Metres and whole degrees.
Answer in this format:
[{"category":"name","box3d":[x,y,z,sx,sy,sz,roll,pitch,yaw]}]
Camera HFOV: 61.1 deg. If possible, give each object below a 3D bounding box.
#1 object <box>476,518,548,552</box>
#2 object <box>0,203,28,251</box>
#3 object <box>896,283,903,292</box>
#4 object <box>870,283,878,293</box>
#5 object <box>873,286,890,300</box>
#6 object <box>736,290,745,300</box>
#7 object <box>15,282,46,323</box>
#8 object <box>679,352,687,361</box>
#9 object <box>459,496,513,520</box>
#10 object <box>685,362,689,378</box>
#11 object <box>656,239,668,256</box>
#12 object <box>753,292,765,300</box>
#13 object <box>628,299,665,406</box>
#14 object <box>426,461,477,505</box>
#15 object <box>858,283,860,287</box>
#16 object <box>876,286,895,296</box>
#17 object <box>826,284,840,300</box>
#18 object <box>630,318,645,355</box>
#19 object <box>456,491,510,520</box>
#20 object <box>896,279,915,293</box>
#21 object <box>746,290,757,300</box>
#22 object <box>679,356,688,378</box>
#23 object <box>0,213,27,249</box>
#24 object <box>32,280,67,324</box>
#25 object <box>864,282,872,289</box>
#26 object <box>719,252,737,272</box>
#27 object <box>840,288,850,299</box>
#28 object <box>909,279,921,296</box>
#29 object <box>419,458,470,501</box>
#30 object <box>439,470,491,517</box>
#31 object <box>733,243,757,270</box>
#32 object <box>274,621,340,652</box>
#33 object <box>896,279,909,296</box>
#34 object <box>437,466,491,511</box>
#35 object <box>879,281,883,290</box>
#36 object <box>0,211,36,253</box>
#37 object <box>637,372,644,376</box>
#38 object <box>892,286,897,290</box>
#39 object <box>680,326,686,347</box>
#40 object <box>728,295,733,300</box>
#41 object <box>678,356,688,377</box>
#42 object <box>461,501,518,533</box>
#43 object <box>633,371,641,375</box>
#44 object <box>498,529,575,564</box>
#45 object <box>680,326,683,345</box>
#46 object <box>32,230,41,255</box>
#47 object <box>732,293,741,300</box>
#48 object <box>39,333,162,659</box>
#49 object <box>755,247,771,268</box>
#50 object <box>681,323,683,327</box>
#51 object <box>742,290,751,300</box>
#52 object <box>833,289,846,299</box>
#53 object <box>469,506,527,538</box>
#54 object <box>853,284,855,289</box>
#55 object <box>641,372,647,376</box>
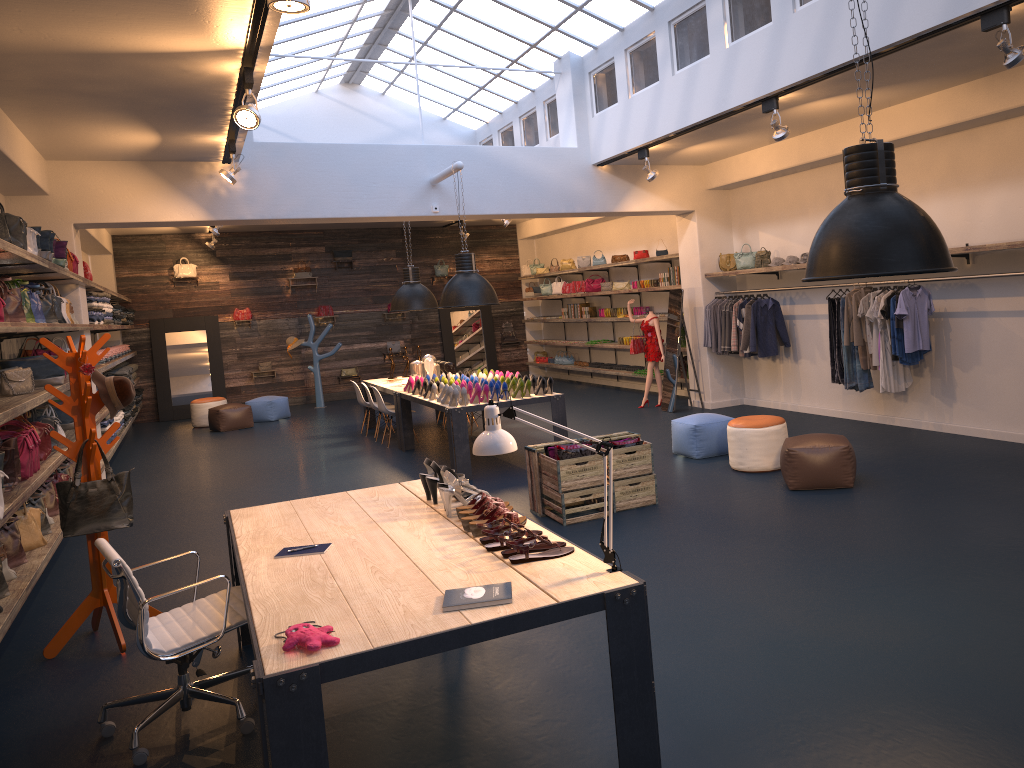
[{"category":"object","box3d":[0.002,0.614,3.618,0.298,0.090,0.210,-6,5,-20]},{"category":"object","box3d":[-3.525,-1.061,5.861,0.454,0.385,0.180,-6,3,-24]},{"category":"object","box3d":[4.167,-1.009,9.315,0.460,0.219,0.009,-6,3,-25]},{"category":"object","box3d":[4.039,-1.031,9.660,0.462,0.219,0.009,-7,3,-26]},{"category":"object","box3d":[4.094,-1.033,9.514,0.387,0.197,0.013,-6,3,-26]},{"category":"object","box3d":[3.161,-1.187,12.025,0.461,0.219,0.009,-7,3,-26]},{"category":"object","box3d":[-3.761,-0.618,6.723,0.208,0.338,0.391,-4,4,17]},{"category":"object","box3d":[2.688,-0.322,13.953,0.390,0.389,0.172,-5,3,-12]},{"category":"object","box3d":[-0.115,0.574,3.996,0.279,0.117,0.093,-7,4,-32]},{"category":"object","box3d":[2.848,-0.264,13.484,0.397,0.338,0.205,-6,3,-18]},{"category":"object","box3d":[2.392,-2.181,13.879,0.198,0.279,0.060,-4,2,5]},{"category":"object","box3d":[3.310,-1.161,11.637,0.461,0.219,0.009,-7,3,-26]},{"category":"object","box3d":[2.137,-0.482,13.250,0.684,1.661,0.376,-2,4,45]},{"category":"object","box3d":[-0.298,0.492,4.461,0.299,0.223,0.111,-6,3,-24]},{"category":"object","box3d":[3.956,-1.066,9.878,0.433,0.178,0.016,-6,3,-25]},{"category":"object","box3d":[4.108,-1.040,9.473,0.387,0.176,0.013,-7,3,-26]},{"category":"object","box3d":[3.807,-1.094,10.283,0.249,0.176,0.013,-6,3,-26]},{"category":"object","box3d":[1.929,-0.743,13.416,0.083,0.552,0.347,-2,4,43]},{"category":"object","box3d":[-0.140,0.566,4.105,0.273,0.117,0.095,-6,4,-21]},{"category":"object","box3d":[4.207,-1.019,9.192,0.433,0.178,0.016,-6,3,-25]},{"category":"object","box3d":[3.259,-1.175,11.804,0.461,0.219,0.009,-7,3,-26]},{"category":"object","box3d":[2.766,-0.279,13.608,0.367,0.355,0.151,-6,3,-25]},{"category":"object","box3d":[-3.444,-1.052,5.698,0.459,0.385,0.178,-7,3,-30]},{"category":"object","box3d":[-4.022,-0.693,7.430,0.185,0.385,0.443,-4,4,17]},{"category":"object","box3d":[3.993,-1.058,9.764,0.433,0.178,0.016,-6,3,-25]},{"category":"object","box3d":[3.103,-1.737,12.363,0.316,0.283,0.206,-4,3,4]},{"category":"object","box3d":[3.889,-1.079,10.063,0.249,0.176,0.013,-6,3,-26]},{"category":"object","box3d":[4.233,-1.016,9.126,0.433,0.178,0.016,-6,3,-25]},{"category":"object","box3d":[-0.346,0.485,4.576,0.299,0.223,0.111,-6,3,-25]},{"category":"object","box3d":[-0.215,0.511,4.192,0.303,0.223,0.109,-7,4,-34]},{"category":"object","box3d":[3.263,-1.771,12.076,0.357,0.366,0.182,-4,3,11]},{"category":"object","box3d":[-0.641,0.767,2.688,0.170,0.051,0.285,-7,6,-26]},{"category":"object","box3d":[4.194,-1.005,9.242,0.461,0.219,0.009,-6,3,-26]},{"category":"object","box3d":[-0.240,0.500,4.325,0.303,0.223,0.109,-7,4,-34]},{"category":"object","box3d":[4.069,-1.036,9.565,0.322,0.197,0.011,-6,3,-26]},{"category":"object","box3d":[-3.576,-1.049,6.058,0.459,0.330,0.178,-7,4,-31]},{"category":"object","box3d":[2.204,-0.178,14.753,0.252,0.058,0.077,-7,5,-30]},{"category":"object","box3d":[4.142,-1.023,9.374,0.415,0.197,0.008,-6,3,-26]},{"category":"object","box3d":[2.747,-0.754,13.492,0.367,0.355,0.151,-6,3,-25]},{"category":"object","box3d":[3.083,-1.202,12.236,0.461,0.219,0.009,-7,3,-26]},{"category":"object","box3d":[2.733,-0.284,13.795,0.396,0.338,0.206,-6,3,-18]},{"category":"object","box3d":[-0.101,0.583,3.889,0.271,0.117,0.095,-6,4,-17]},{"category":"object","box3d":[2.149,-0.190,14.919,0.252,0.058,0.077,-7,5,-30]},{"category":"object","box3d":[0.097,0.625,3.416,0.297,0.090,0.201,-6,5,-24]},{"category":"object","box3d":[2.714,-0.760,13.679,0.396,0.338,0.206,-6,3,-18]},{"category":"object","box3d":[-3.643,-1.061,6.238,0.458,0.330,0.179,-7,4,-29]},{"category":"object","box3d":[3.129,-1.193,12.112,0.461,0.219,0.009,-7,3,-26]},{"category":"object","box3d":[-2.344,0.590,4.847,0.443,1.725,0.448,-4,2,4]},{"category":"object","box3d":[3.372,-1.702,11.723,0.251,0.283,0.364,-5,4,-4]},{"category":"object","box3d":[2.669,-0.798,13.838,0.390,0.389,0.172,-5,3,-12]},{"category":"object","box3d":[3.218,-1.182,11.911,0.461,0.219,0.009,-7,3,-26]},{"category":"object","box3d":[3.850,-1.086,10.169,0.249,0.176,0.013,-6,3,-26]},{"category":"object","box3d":[-0.057,0.589,3.785,0.278,0.117,0.093,-7,4,-31]},{"category":"object","box3d":[3.931,-1.072,9.949,0.249,0.176,0.013,-6,3,-26]},{"category":"object","box3d":[2.263,-0.168,14.593,0.252,0.058,0.077,-7,5,-30]}]
